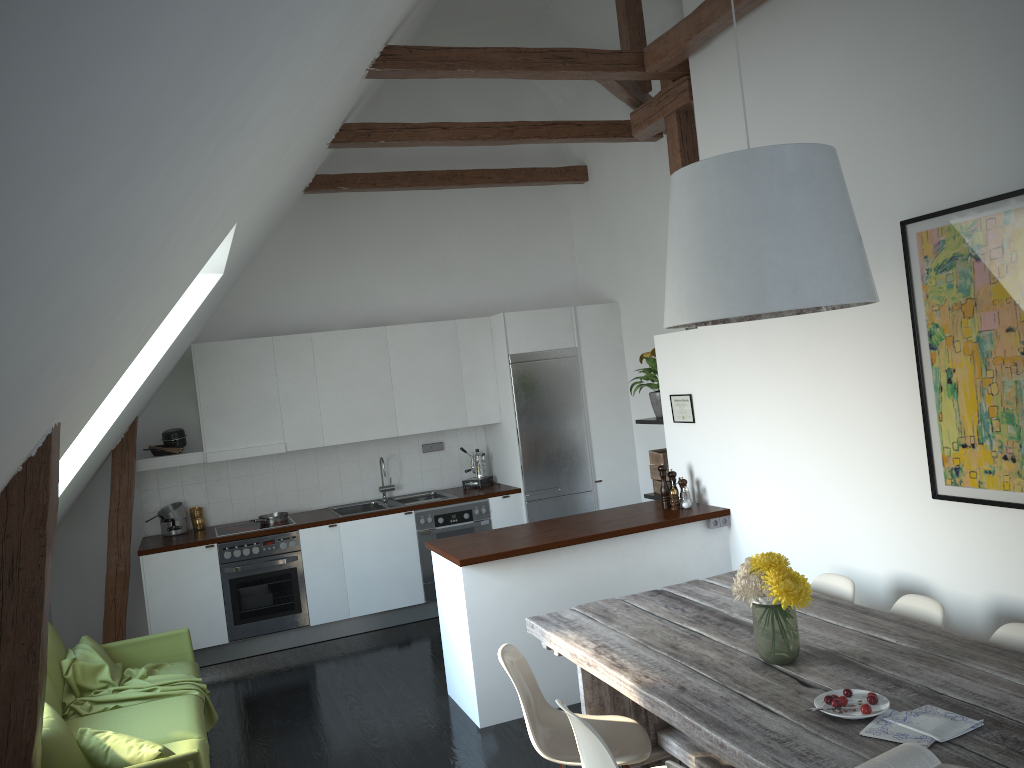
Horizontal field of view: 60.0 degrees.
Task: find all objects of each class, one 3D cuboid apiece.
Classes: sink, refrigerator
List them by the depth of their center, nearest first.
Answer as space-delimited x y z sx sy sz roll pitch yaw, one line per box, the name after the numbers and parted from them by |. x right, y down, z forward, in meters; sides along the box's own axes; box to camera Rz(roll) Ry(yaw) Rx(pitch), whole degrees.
-1.003 0.869 7.295 0.963 0.519 0.671 -7 1 -20 | sink
0.363 0.653 7.370 0.609 1.868 0.031 -7 1 -20 | refrigerator

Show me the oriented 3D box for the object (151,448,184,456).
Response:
-2.641 0.518 6.832 0.243 0.056 0.350 -7 1 -31 | object

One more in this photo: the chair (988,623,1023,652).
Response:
1.589 1.248 2.906 0.542 0.801 0.465 -7 1 -24 | chair

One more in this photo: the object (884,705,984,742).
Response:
1.140 0.911 2.398 0.182 0.016 0.179 -7 1 -25 | object

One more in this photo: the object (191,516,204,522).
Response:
-2.487 1.075 7.017 0.099 0.043 0.100 -7 1 -33 | object

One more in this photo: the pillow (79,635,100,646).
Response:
-2.246 1.526 4.763 0.210 0.275 0.462 -7 1 -22 | pillow

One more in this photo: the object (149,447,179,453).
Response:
-2.662 0.504 6.769 0.332 0.065 0.065 -6 1 37 | object

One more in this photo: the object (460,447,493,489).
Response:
-0.335 0.711 7.694 0.206 0.370 0.353 -6 1 26 | object

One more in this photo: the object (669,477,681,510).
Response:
1.000 0.672 5.445 0.080 0.192 0.058 -7 1 -36 | object

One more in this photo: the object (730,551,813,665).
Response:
0.890 0.757 3.016 0.293 0.365 0.233 -6 1 41 | object

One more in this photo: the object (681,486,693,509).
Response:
1.065 0.693 5.423 0.069 0.135 0.069 -6 1 45 | object

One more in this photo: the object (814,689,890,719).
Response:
0.976 0.926 2.547 0.205 0.024 0.205 -7 1 -28 | object

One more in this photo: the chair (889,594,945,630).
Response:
1.416 1.262 3.413 0.542 0.801 0.465 -7 1 -14 | chair

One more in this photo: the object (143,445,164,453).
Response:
-2.723 0.512 6.843 0.244 0.075 0.357 -6 1 41 | object

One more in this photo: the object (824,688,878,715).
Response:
0.984 0.913 2.561 0.144 0.034 0.132 -6 1 42 | object

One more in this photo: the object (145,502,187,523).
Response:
-2.700 1.024 6.861 0.203 0.169 0.371 -6 1 42 | object

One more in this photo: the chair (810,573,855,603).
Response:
1.254 1.275 3.858 0.542 0.801 0.465 -7 1 -19 | chair

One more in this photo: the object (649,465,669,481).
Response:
1.169 0.596 6.146 0.287 0.101 0.329 -7 1 -25 | object

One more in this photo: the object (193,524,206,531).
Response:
-2.474 1.134 7.018 0.100 0.036 0.100 -7 1 -24 | object

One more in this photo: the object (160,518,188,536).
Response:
-2.590 1.090 6.867 0.200 0.154 0.348 -7 1 -41 | object

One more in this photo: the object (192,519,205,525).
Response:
-2.482 1.095 7.016 0.099 0.051 0.099 -7 1 -34 | object

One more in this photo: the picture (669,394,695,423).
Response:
1.077 0.156 5.604 0.023 0.182 0.250 -7 1 -20 | picture

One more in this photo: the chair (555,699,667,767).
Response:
0.457 1.380 2.865 0.542 0.801 0.465 -7 1 -19 | chair

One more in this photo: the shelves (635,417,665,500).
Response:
1.274 0.484 6.152 0.660 0.553 0.408 -7 1 -20 | shelves

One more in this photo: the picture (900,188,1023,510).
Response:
1.856 -0.112 3.371 0.036 1.181 0.808 -7 1 -20 | picture

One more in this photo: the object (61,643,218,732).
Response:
-1.990 1.610 4.722 0.722 0.493 0.711 -7 1 -25 | object

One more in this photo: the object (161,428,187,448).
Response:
-2.631 0.430 6.905 0.200 0.166 0.190 -6 1 33 | object

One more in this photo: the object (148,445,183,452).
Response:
-2.654 0.496 6.782 0.331 0.077 0.061 -6 1 28 | object

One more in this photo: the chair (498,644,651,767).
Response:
0.262 1.396 3.408 0.542 0.801 0.465 -7 1 6 | chair

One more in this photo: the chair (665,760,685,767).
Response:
0.719 1.355 2.408 0.542 0.801 0.465 -7 1 -34 | chair

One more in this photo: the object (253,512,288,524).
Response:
-1.924 1.056 6.962 0.232 0.061 0.351 -6 1 43 | object

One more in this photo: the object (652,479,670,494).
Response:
1.180 0.695 6.147 0.329 0.101 0.287 -7 1 -10 | object

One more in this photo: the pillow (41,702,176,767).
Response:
-1.548 1.400 3.397 0.600 0.387 0.475 -7 1 -23 | pillow

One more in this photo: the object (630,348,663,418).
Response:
1.061 -0.014 6.188 0.493 0.486 0.506 -7 1 0 | object

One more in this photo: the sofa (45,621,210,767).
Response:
-1.883 1.627 4.086 0.898 0.825 2.093 -7 1 -21 | sofa

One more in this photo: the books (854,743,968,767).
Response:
0.961 0.924 2.109 0.202 0.042 0.251 -7 1 -32 | books

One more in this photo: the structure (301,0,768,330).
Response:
3.969 -2.386 0.764 10.230 3.562 15.910 -7 1 -15 | structure

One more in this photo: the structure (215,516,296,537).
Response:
-1.987 1.116 6.849 0.574 0.041 0.504 -7 1 -20 | structure

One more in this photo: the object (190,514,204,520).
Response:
-2.491 1.054 7.015 0.099 0.057 0.101 -7 1 -9 | object

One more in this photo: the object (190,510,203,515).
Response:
-2.494 1.019 7.011 0.100 0.036 0.100 -7 1 8 | object

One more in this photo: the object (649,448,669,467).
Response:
1.156 0.495 6.155 0.329 0.101 0.287 -7 1 -10 | object

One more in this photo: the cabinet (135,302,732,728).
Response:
-0.446 0.664 6.275 4.208 2.369 3.033 -7 1 -20 | cabinet

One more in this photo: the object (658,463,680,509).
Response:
0.977 0.628 5.527 0.123 0.283 0.061 -7 1 -20 | object

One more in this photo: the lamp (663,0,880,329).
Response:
0.712 -1.626 2.991 0.697 2.813 0.757 -6 1 30 | lamp

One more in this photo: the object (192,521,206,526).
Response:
-2.477 1.112 7.016 0.100 0.048 0.099 -7 1 -2 | object

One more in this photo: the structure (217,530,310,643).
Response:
-1.943 1.505 6.868 0.583 0.725 0.749 -7 1 -20 | structure

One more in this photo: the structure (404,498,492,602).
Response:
-0.521 1.330 7.303 0.612 0.725 0.582 -7 1 -20 | structure

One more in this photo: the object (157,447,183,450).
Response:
-2.644 0.497 6.833 0.335 0.031 0.065 -6 1 27 | object

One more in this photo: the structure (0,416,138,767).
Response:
-1.012 1.007 0.621 1.023 1.963 12.350 -7 1 -20 | structure

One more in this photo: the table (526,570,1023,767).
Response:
1.036 1.318 2.999 1.141 0.788 2.421 -7 1 -20 | table

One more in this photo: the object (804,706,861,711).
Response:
0.926 0.921 2.522 0.194 0.022 0.019 -7 1 -5 | object

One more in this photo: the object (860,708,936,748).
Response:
1.057 0.922 2.384 0.185 0.014 0.182 -6 1 44 | object

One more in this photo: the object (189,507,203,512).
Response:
-2.495 0.998 7.010 0.100 0.047 0.099 -7 1 -25 | object

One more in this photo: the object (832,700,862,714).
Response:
0.961 0.924 2.539 0.110 0.011 0.058 -7 1 -16 | object

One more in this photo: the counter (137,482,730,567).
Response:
-0.807 0.990 6.106 3.365 0.038 3.085 -7 1 -20 | counter

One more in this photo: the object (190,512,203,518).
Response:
-2.492 1.035 7.011 0.100 0.036 0.100 -6 1 36 | object

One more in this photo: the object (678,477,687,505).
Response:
1.064 0.668 5.498 0.058 0.184 0.058 -7 1 -24 | object
